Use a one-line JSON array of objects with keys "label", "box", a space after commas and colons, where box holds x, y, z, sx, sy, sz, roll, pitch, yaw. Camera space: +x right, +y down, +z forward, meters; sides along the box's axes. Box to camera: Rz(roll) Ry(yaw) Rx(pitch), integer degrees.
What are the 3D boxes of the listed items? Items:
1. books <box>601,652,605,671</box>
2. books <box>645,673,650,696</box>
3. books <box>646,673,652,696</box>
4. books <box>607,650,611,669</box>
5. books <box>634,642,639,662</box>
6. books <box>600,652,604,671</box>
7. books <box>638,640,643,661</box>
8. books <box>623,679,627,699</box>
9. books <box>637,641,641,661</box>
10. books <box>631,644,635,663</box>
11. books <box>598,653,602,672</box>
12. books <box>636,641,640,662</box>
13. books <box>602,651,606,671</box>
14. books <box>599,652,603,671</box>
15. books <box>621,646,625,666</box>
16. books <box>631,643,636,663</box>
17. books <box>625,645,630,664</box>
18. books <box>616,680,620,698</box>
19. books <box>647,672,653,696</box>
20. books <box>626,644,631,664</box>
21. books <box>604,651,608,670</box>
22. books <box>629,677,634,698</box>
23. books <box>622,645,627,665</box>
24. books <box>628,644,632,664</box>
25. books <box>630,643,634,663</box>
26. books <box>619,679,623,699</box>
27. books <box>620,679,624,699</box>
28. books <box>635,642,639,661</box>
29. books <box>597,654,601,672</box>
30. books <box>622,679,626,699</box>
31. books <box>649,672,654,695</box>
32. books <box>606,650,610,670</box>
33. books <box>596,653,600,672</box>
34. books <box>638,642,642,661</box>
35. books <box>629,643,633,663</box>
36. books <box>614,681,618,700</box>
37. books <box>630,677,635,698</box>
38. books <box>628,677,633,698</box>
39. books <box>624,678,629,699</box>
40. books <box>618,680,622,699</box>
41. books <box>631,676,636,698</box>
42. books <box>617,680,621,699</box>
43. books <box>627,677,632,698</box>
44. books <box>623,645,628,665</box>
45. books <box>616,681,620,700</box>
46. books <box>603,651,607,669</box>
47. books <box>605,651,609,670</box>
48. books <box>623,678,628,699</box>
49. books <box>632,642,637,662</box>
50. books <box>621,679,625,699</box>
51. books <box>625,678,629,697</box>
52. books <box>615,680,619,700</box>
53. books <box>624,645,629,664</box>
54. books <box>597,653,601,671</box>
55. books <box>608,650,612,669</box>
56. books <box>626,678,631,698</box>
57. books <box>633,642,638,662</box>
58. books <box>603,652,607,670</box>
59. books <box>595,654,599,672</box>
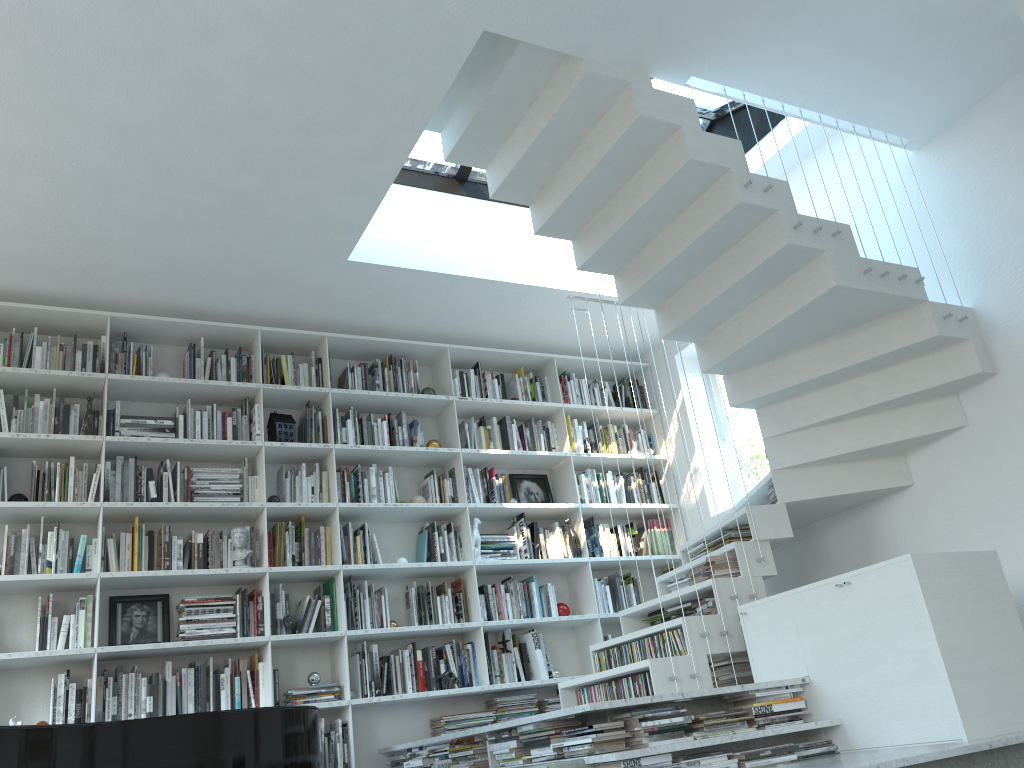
[{"label": "books", "box": [0.540, 1.495, 4.751, 0.125, 0.125, 0.012, 4, -25, -28]}, {"label": "books", "box": [0.688, 1.417, 4.167, 0.125, 0.125, 0.009, 4, -25, -28]}, {"label": "books", "box": [0.693, 1.414, 4.159, 0.125, 0.124, 0.007, 4, -25, -28]}, {"label": "books", "box": [0.567, 1.471, 4.704, 0.125, 0.125, 0.010, 4, -25, -28]}, {"label": "books", "box": [0.684, 1.367, 4.497, 0.125, 0.125, 0.008, 4, -25, -28]}, {"label": "books", "box": [0.536, 1.498, 4.758, 0.125, 0.125, 0.010, 4, -25, -28]}, {"label": "books", "box": [0.700, 1.352, 4.468, 0.125, 0.125, 0.008, 4, -25, -28]}, {"label": "books", "box": [0.603, 1.493, 4.318, 0.125, 0.124, 0.008, 4, -25, -28]}, {"label": "books", "box": [0.694, 1.358, 4.480, 0.125, 0.125, 0.008, 4, -25, -28]}, {"label": "books", "box": [0.669, 1.380, 4.524, 0.125, 0.124, 0.007, 4, -25, -28]}, {"label": "books", "box": [0.529, 1.505, 4.771, 0.125, 0.124, 0.007, 4, -25, -28]}, {"label": "books", "box": [0.690, 1.361, 4.486, 0.125, 0.125, 0.008, 4, -25, -28]}, {"label": "books", "box": [0.545, 1.490, 4.742, 0.125, 0.125, 0.008, 4, -25, -28]}, {"label": "books", "box": [0.532, 1.502, 4.766, 0.125, 0.124, 0.008, 4, -25, -28]}, {"label": "books", "box": [0.629, 1.416, 4.595, 0.125, 0.125, 0.008, 4, -25, -28]}, {"label": "books", "box": [0.672, 1.377, 4.518, 0.125, 0.124, 0.007, 4, -25, -28]}, {"label": "books", "box": [0.647, 1.400, 4.563, 0.125, 0.124, 0.007, 4, -25, -28]}, {"label": "books", "box": [0.578, 1.515, 4.361, 0.125, 0.125, 0.008, 4, -25, -28]}, {"label": "books", "box": [0.697, 1.410, 4.152, 0.125, 0.125, 0.010, 4, -25, -28]}, {"label": "books", "box": [0.651, 1.396, 4.556, 0.125, 0.125, 0.010, 4, -25, -28]}, {"label": "books", "box": [0.556, 1.481, 4.724, 0.125, 0.124, 0.007, 4, -25, -28]}, {"label": "books", "box": [0.628, 1.471, 4.273, 0.125, 0.125, 0.008, 4, -25, -28]}, {"label": "books", "box": [0.634, 1.412, 4.586, 0.125, 0.125, 0.012, 4, -25, -28]}, {"label": "books", "box": [0.656, 1.392, 4.546, 0.125, 0.125, 0.014, 4, -25, -28]}, {"label": "books", "box": [0.665, 1.384, 4.530, 0.125, 0.124, 0.007, 4, -25, -28]}, {"label": "books", "box": [0.588, 1.506, 4.343, 0.125, 0.125, 0.008, 4, -25, -28]}, {"label": "books", "box": [0.592, 1.503, 4.336, 0.125, 0.125, 0.009, 4, -25, -28]}, {"label": "books", "box": [0.687, 1.364, 4.492, 0.125, 0.124, 0.008, 4, -25, -28]}, {"label": "books", "box": [0.522, 1.511, 4.784, 0.125, 0.124, 0.008, 4, -25, -28]}, {"label": "books", "box": [0.599, 1.497, 4.325, 0.125, 0.125, 0.010, 4, -25, -28]}, {"label": "books", "box": [0.702, 1.405, 4.142, 0.125, 0.125, 0.014, 4, -25, -28]}, {"label": "books", "box": [0.563, 1.475, 4.711, 0.125, 0.124, 0.008, 4, -25, -28]}, {"label": "books", "box": [0.518, 1.514, 4.789, 0.125, 0.124, 0.007, 4, -25, -28]}, {"label": "books", "box": [0.697, 1.355, 4.474, 0.125, 0.124, 0.007, 4, -25, -28]}, {"label": "books", "box": [0.661, 1.387, 4.537, 0.125, 0.125, 0.010, 4, -25, -28]}, {"label": "books", "box": [0.568, 1.524, 4.379, 0.125, 0.125, 0.008, 4, -25, -28]}, {"label": "books", "box": [0.632, 1.467, 4.266, 0.125, 0.124, 0.008, 4, -25, -28]}, {"label": "books", "box": [0.624, 1.474, 4.280, 0.125, 0.125, 0.011, 4, -25, -28]}, {"label": "books", "box": [0.610, 1.487, 4.305, 0.125, 0.124, 0.008, 4, -25, -28]}, {"label": "books", "box": [0.585, 1.509, 4.349, 0.125, 0.124, 0.007, 4, -25, -28]}, {"label": "books", "box": [0.636, 1.464, 4.260, 0.125, 0.125, 0.010, 4, -25, -28]}, {"label": "books", "box": [0.581, 1.512, 4.356, 0.125, 0.125, 0.008, 4, -25, -28]}, {"label": "books", "box": [0.621, 1.477, 4.286, 0.125, 0.125, 0.011, 4, -25, -28]}, {"label": "books", "box": [0.639, 1.407, 4.577, 0.125, 0.125, 0.011, 4, -25, -28]}, {"label": "books", "box": [0.575, 1.518, 4.367, 0.125, 0.124, 0.008, 4, -25, -28]}, {"label": "books", "box": [0.552, 1.484, 4.730, 0.125, 0.124, 0.007, 4, -25, -28]}, {"label": "books", "box": [0.559, 1.478, 4.717, 0.125, 0.124, 0.008, 4, -25, -28]}, {"label": "books", "box": [0.606, 1.490, 4.312, 0.125, 0.124, 0.008, 4, -25, -28]}, {"label": "books", "box": [0.676, 1.374, 4.512, 0.125, 0.125, 0.010, 4, -25, -28]}, {"label": "books", "box": [0.596, 1.500, 4.330, 0.125, 0.125, 0.010, 4, -25, -28]}, {"label": "books", "box": [0.613, 1.484, 4.300, 0.125, 0.124, 0.007, 4, -25, -28]}, {"label": "books", "box": [0.572, 1.521, 4.373, 0.125, 0.125, 0.008, 4, -25, -28]}, {"label": "books", "box": [0.642, 1.404, 4.571, 0.125, 0.125, 0.009, 4, -25, -28]}, {"label": "books", "box": [0.525, 1.508, 4.778, 0.125, 0.125, 0.009, 4, -25, -28]}, {"label": "books", "box": [0.572, 1.466, 4.695, 0.125, 0.125, 0.010, 4, -25, -28]}, {"label": "books", "box": [0.617, 1.481, 4.293, 0.125, 0.125, 0.008, 4, -25, -28]}, {"label": "books", "box": [0.680, 1.370, 4.504, 0.125, 0.125, 0.008, 4, -25, -28]}, {"label": "books", "box": [0.549, 1.487, 4.735, 0.125, 0.124, 0.007, 4, -25, -28]}, {"label": "books", "box": [0.515, 1.517, 4.795, 0.125, 0.125, 0.008, 4, -25, -28]}]
